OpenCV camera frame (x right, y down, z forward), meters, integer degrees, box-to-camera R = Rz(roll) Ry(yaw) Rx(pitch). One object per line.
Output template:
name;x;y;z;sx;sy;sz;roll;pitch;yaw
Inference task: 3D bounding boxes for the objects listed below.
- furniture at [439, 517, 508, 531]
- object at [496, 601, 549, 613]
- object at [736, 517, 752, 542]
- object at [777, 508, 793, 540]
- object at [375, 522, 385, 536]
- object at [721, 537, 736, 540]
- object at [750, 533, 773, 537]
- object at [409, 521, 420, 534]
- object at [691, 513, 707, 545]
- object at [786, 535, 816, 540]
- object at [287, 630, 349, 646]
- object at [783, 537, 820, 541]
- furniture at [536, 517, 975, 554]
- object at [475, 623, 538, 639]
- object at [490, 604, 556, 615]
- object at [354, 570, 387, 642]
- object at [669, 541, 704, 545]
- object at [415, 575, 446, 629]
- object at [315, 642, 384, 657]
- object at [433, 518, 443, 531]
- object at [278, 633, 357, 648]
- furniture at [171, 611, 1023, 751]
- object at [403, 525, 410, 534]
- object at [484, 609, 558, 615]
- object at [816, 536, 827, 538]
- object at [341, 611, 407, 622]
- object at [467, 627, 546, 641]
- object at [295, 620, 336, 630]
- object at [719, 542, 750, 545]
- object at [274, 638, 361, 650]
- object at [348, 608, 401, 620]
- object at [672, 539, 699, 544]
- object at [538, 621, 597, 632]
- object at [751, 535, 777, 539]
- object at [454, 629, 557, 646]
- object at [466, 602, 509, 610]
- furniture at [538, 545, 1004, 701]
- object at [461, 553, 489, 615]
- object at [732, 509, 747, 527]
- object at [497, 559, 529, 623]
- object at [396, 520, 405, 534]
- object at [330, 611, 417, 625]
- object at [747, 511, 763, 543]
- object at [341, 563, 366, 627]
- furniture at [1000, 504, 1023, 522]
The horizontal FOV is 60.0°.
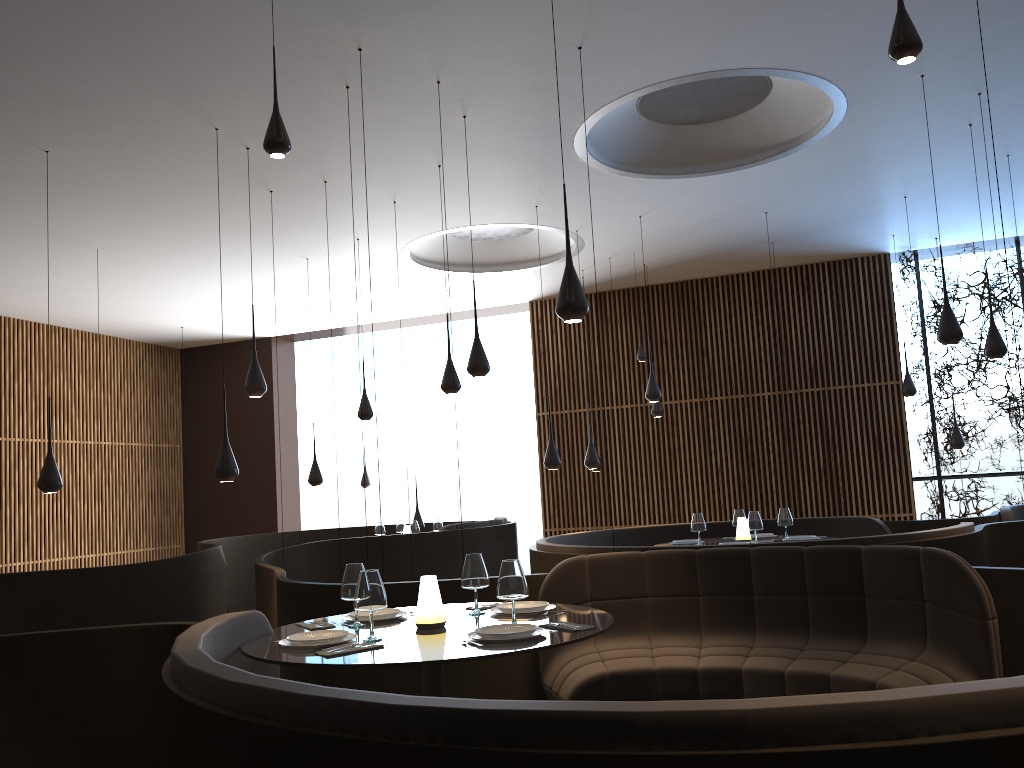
furniture;-0.546;2.346;11.775;0.931;1.057;2.537;-5;-7;16
object;0.054;1.113;4.413;0.263;0.029;0.264;1;-8;-32
object;2.156;1.361;8.284;0.145;0.231;0.142;-7;-7;35
object;2.563;1.309;8.311;0.142;0.294;0.142;-8;-7;41
object;-1.745;1.975;11.722;0.142;0.294;0.142;-5;-6;17
object;2.166;1.543;8.851;0.126;0.017;0.262;-6;-7;21
object;2.438;1.495;8.726;0.263;0.029;0.264;-2;-7;-14
object;-1.250;1.902;11.354;0.142;0.294;0.142;-6;-6;22
object;1.737;1.350;8.248;0.142;0.294;0.142;-1;-6;-19
object;2.636;1.405;8.077;0.263;0.029;0.264;-5;-7;15
object;-0.832;1.091;3.804;0.263;0.029;0.264;1;-8;-30
object;2.637;1.414;8.076;0.332;0.014;0.332;-9;-9;37
furniture;2.144;1.924;8.268;3.789;1.115;3.892;-3;-7;-5
object;-0.023;1.028;3.676;0.263;0.029;0.264;-4;-7;4
object;0.055;1.122;4.412;0.332;0.014;0.332;2;-8;-36
object;-0.607;0.950;3.807;0.142;0.294;0.142;-8;-7;37
object;1.665;1.517;8.453;0.332;0.014;0.333;-3;-7;-5
object;-0.379;1.001;4.080;0.142;0.231;0.145;-3;-6;-6
object;-0.651;1.068;3.562;0.262;0.017;0.127;2;-9;-40
object;-0.987;1.947;11.857;0.142;0.294;0.142;-2;-6;-13
object;-0.831;1.101;3.804;0.332;0.014;0.333;-4;-7;2
furniture;0.404;1.299;2.740;3.936;1.045;1.985;-5;-7;16
object;-1.388;1.988;11.744;0.142;0.231;0.144;-8;-8;41
object;0.058;1.123;4.409;0.204;0.012;0.411;2;-9;-40
object;2.809;1.442;8.324;0.262;0.017;0.126;-7;-8;31
object;-0.693;1.173;4.471;0.332;0.014;0.332;-6;-7;21
object;-0.022;1.038;3.675;0.332;0.014;0.333;-2;-7;-15
object;-0.962;1.180;4.332;0.126;0.017;0.262;1;-8;-30
object;1.949;1.408;7.771;0.263;0.029;0.263;-8;-8;35
object;-0.834;1.102;3.806;0.204;0.012;0.411;3;-10;-44
object;-0.694;1.164;4.472;0.263;0.029;0.263;-6;-8;24
object;1.664;1.507;8.454;0.263;0.029;0.263;-8;-8;33
object;0.238;1.048;3.829;0.126;0.017;0.262;1;-8;-34
object;2.439;1.505;8.726;0.332;0.014;0.332;-7;-8;28
object;-0.026;1.039;3.672;0.411;0.012;0.205;2;-9;-38
object;-0.106;1.170;4.665;0.262;0.017;0.127;2;-8;-36
furniture;1.302;1.478;4.958;2.534;1.058;0.932;-7;-7;25
object;-0.184;1.003;4.451;0.142;0.294;0.142;-5;-6;19
object;2.222;1.369;8.636;0.142;0.294;0.142;-2;-6;-14
object;0.003;0.928;3.918;0.142;0.294;0.142;-1;-6;-24
object;-1.514;2.012;12.136;0.142;0.294;0.142;-3;-6;-7
object;-0.690;1.175;4.473;0.411;0.012;0.205;1;-8;-35
object;2.158;1.280;7.870;0.142;0.294;0.142;-2;-6;-9
object;-0.750;1.013;4.256;0.142;0.294;0.142;-1;-6;-20
furniture;7.105;1.664;8.725;3.790;1.045;3.894;-3;-7;-3
